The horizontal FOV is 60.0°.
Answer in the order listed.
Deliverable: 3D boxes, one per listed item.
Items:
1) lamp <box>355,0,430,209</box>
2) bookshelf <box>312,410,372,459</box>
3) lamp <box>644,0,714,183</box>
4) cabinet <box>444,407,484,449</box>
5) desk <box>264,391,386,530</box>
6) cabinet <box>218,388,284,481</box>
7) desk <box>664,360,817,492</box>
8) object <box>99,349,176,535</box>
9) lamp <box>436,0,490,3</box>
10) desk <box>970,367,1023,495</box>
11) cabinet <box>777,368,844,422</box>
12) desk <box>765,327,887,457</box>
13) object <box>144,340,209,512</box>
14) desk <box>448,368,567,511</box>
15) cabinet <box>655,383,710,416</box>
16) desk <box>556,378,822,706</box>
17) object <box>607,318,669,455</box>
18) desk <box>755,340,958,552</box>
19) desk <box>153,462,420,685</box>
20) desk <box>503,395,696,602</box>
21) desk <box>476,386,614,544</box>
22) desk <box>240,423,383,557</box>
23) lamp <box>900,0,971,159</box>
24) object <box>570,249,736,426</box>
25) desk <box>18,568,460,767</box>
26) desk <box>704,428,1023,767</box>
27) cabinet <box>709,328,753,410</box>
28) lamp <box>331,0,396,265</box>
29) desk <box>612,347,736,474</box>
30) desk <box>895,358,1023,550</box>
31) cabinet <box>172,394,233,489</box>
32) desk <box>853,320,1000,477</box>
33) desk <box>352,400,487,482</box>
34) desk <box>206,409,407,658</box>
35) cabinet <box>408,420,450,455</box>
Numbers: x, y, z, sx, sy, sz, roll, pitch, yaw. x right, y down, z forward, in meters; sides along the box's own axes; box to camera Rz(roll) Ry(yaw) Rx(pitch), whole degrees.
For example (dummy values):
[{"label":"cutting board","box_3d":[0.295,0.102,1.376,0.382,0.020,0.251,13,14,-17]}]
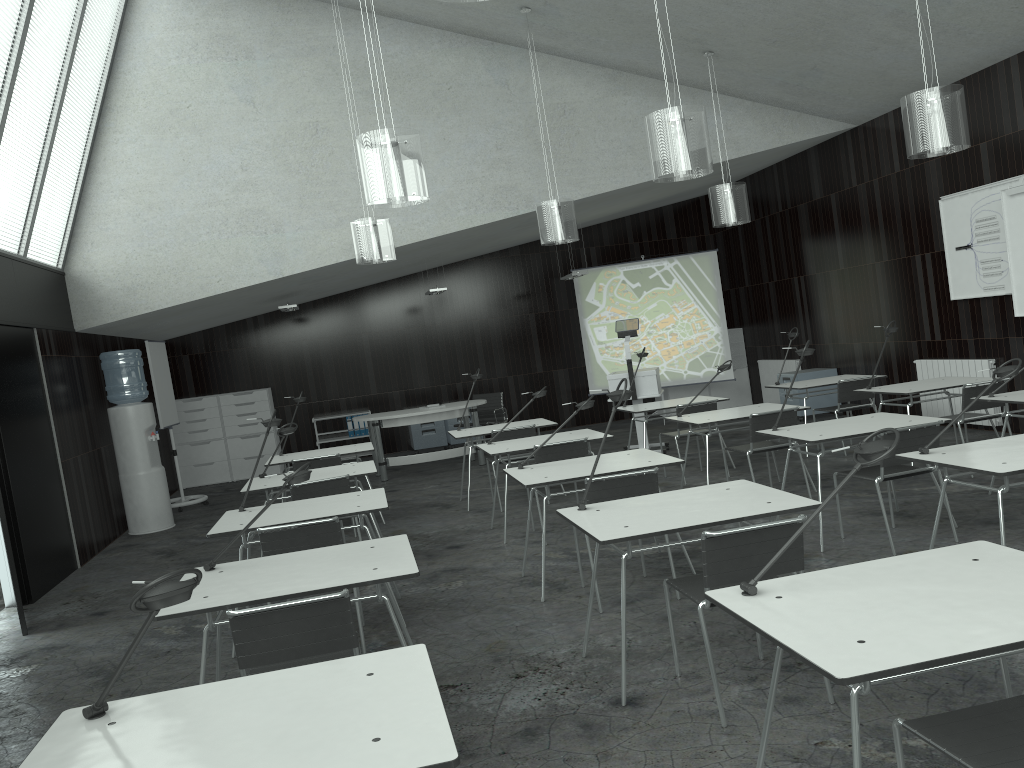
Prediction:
[{"label":"lamp","box_3d":[-0.821,-2.517,4.795,0.350,2.848,0.359,-8,3,-11]},{"label":"bookshelf","box_3d":[-2.335,0.843,12.431,0.817,0.739,0.403,-8,3,-11]},{"label":"lamp","box_3d":[0.842,-2.491,5.118,0.350,2.307,0.359,-8,3,-11]},{"label":"cabinet","box_3d":[-0.703,0.653,12.650,0.502,0.648,0.598,-9,3,-11]},{"label":"desk","box_3d":[-1.644,0.720,7.663,0.900,1.321,0.700,-8,3,-11]},{"label":"cabinet","box_3d":[-3.545,0.750,12.105,0.639,1.292,0.587,-8,3,-11]},{"label":"desk","box_3d":[1.729,0.385,6.811,0.900,1.153,0.700,-8,3,-11]},{"label":"object","box_3d":[-3.669,0.618,8.659,0.436,1.967,0.436,-9,3,-21]},{"label":"lamp","box_3d":[-0.260,-2.433,1.898,0.350,2.848,0.359,-8,3,-11]},{"label":"desk","box_3d":[3.575,0.193,5.675,0.900,1.153,0.700,-8,3,-11]},{"label":"cabinet","box_3d":[3.674,0.143,10.956,0.598,0.648,0.502,-9,3,-11]},{"label":"desk","box_3d":[3.010,0.027,8.532,0.900,1.321,0.700,-8,3,-11]},{"label":"object","box_3d":[-3.806,0.508,9.832,0.553,2.091,0.560,-5,4,43]},{"label":"desk","box_3d":[-0.090,0.490,7.926,0.900,1.321,0.700,-8,3,-10]},{"label":"cabinet","box_3d":[2.493,-0.153,13.247,0.639,1.285,0.587,-8,3,-11]},{"label":"desk","box_3d":[0.701,0.619,3.651,0.900,1.321,0.700,-8,3,-11]},{"label":"object","box_3d":[1.315,0.049,9.465,0.559,1.639,0.680,-7,3,13]},{"label":"desk","box_3d":[2.045,0.338,5.361,0.900,1.321,0.700,-8,3,-11]},{"label":"desk","box_3d":[-0.804,0.928,3.373,0.900,1.153,0.700,-8,3,-10]},{"label":"desk","box_3d":[0.462,0.657,5.081,0.900,1.153,0.700,-8,3,-10]},{"label":"desk","box_3d":[0.242,0.606,6.548,0.900,1.153,0.700,-8,3,-11]},{"label":"desk","box_3d":[-1.386,0.850,6.213,0.900,1.153,0.700,-8,3,-11]},{"label":"lamp","box_3d":[2.521,-2.466,5.443,0.350,1.761,0.359,-8,3,-11]},{"label":"object","box_3d":[1.968,-0.687,12.298,2.051,2.602,0.673,-7,3,14]},{"label":"desk","box_3d":[-0.581,0.978,1.930,0.900,1.153,0.700,-8,3,-11]},{"label":"desk","box_3d":[1.056,0.734,2.235,0.900,1.153,0.700,-8,3,-11]},{"label":"cabinet","box_3d":[3.122,-0.247,13.366,0.639,1.285,0.587,-8,3,-11]},{"label":"lamp","box_3d":[-1.382,-2.601,7.693,0.350,2.848,0.359,-8,3,-11]},{"label":"desk","box_3d":[1.466,0.258,8.231,0.900,1.321,0.700,-8,3,-11]},{"label":"desk","box_3d":[2.334,0.461,3.961,0.900,1.153,0.700,-8,3,-11]},{"label":"cabinet","box_3d":[-4.175,0.843,11.986,0.639,1.292,0.587,-8,3,-11]},{"label":"desk","box_3d":[3.336,0.062,7.106,0.900,1.321,0.700,-9,3,-12]},{"label":"desk","box_3d":[-0.996,0.733,10.375,1.600,0.818,0.910,-9,3,-16]},{"label":"desk","box_3d":[-1.118,0.808,4.780,0.900,1.321,0.700,-8,3,-10]},{"label":"cabinet","box_3d":[-1.203,0.728,12.555,0.502,0.648,0.598,-9,3,-11]}]
